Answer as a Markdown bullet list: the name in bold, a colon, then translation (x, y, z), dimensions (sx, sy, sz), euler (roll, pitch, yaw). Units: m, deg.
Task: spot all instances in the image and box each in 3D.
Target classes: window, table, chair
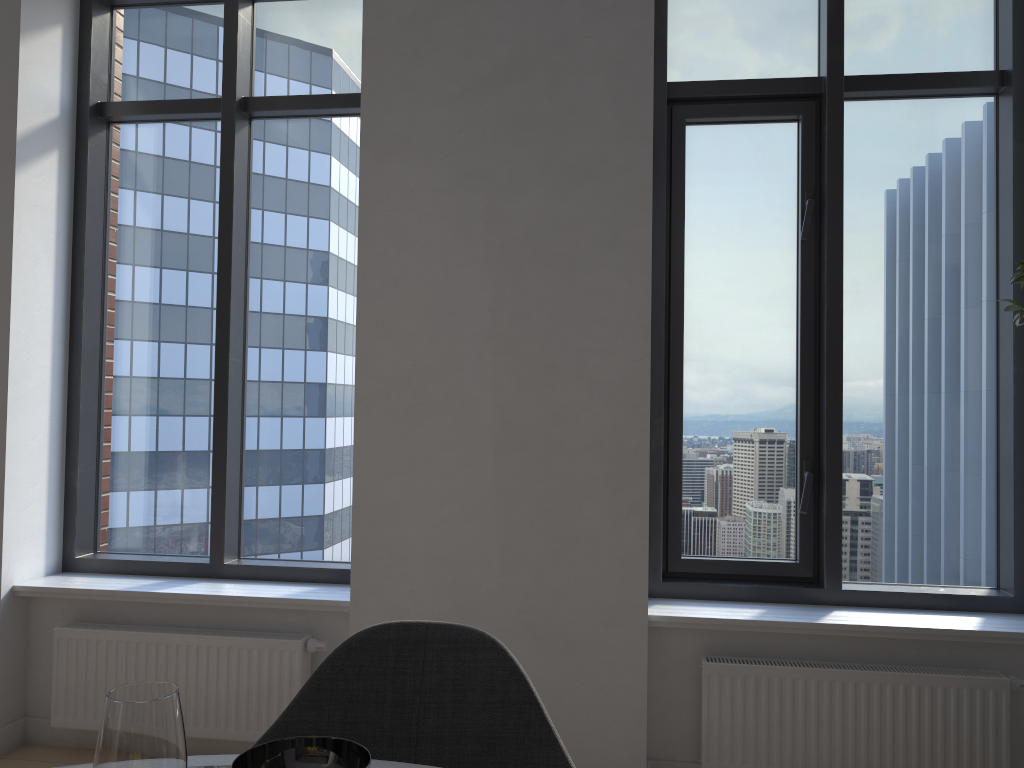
- **window**: translation (-1.116, -0.441, 3.560), dimensions (1.310, 2.402, 0.170), euler (1, -2, 8)
- **window**: translation (1.161, -0.415, 3.242), dimensions (1.310, 2.402, 0.170), euler (1, -2, 8)
- **table**: translation (-0.336, 0.881, 0.492), dimensions (1.499, 0.764, 1.499), euler (1, -2, -3)
- **chair**: translation (-0.196, 0.852, 1.254), dimensions (0.655, 0.891, 0.619), euler (1, -2, 9)

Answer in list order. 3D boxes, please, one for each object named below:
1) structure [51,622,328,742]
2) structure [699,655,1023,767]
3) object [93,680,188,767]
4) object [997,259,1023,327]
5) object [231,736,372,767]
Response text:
- **structure**: translation (-1.154, 1.118, 3.178), dimensions (1.015, 0.460, 0.110), euler (1, -2, 8)
- **structure**: translation (1.121, 1.143, 2.860), dimensions (1.015, 0.460, 0.110), euler (1, -2, 8)
- **object**: translation (-0.351, 0.400, 0.835), dimensions (0.083, 0.220, 0.083), euler (2, -2, -31)
- **object**: translation (1.710, 0.346, 2.250), dimensions (0.813, 2.019, 0.801), euler (1, -2, 11)
- **object**: translation (-0.246, 0.479, 1.039), dimensions (0.258, 0.074, 0.258), euler (0, -2, 28)
